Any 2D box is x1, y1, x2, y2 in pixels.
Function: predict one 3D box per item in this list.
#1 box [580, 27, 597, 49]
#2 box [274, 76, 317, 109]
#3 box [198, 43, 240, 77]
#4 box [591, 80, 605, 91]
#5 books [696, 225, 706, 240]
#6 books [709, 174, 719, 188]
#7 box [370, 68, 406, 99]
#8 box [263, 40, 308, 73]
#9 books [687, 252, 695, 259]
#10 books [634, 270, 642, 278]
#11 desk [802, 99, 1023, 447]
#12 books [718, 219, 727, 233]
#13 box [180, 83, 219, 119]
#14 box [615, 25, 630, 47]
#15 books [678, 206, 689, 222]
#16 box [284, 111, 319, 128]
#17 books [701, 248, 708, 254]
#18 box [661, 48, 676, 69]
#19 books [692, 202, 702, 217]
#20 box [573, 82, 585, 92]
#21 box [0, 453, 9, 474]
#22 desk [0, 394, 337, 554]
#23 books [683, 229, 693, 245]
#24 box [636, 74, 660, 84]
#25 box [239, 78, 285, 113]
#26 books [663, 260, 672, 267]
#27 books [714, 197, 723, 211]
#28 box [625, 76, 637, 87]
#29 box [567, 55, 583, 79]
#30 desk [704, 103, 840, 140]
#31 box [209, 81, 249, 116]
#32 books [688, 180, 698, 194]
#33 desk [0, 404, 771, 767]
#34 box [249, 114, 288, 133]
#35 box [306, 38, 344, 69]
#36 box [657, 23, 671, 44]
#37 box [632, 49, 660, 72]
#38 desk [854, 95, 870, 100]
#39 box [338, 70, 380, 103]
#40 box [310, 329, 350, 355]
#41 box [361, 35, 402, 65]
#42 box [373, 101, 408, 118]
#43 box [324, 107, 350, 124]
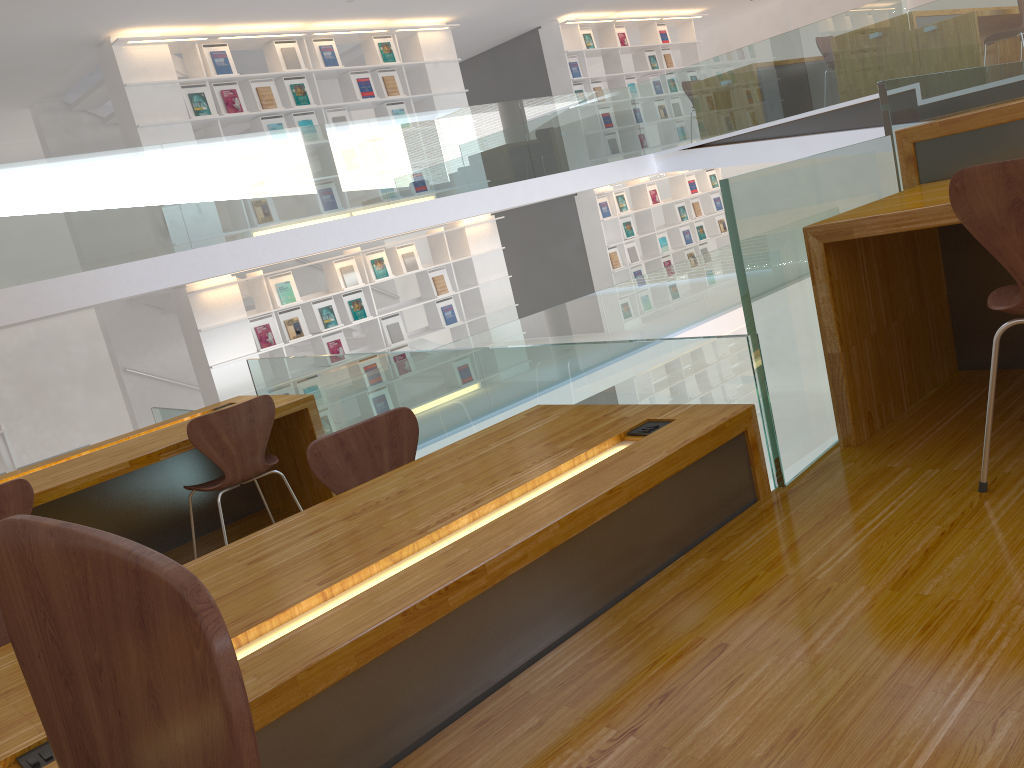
[{"bbox_3d":[0.890,-4.321,11.182,0.245,0.296,0.274,-23,14,-40],"label":"box"},{"bbox_3d":[-2.054,-2.730,8.366,0.245,0.296,0.274,-23,14,-40],"label":"box"},{"bbox_3d":[-2.623,-2.839,7.849,0.245,0.296,0.274,-23,14,-40],"label":"box"},{"bbox_3d":[1.042,-3.694,11.304,0.245,0.296,0.274,-23,14,-40],"label":"box"},{"bbox_3d":[2.700,-2.149,12.636,0.145,0.210,0.037,-23,14,-40],"label":"books"},{"bbox_3d":[2.935,-2.939,12.875,0.145,0.210,0.037,-23,14,-40],"label":"books"},{"bbox_3d":[-1.291,-3.049,9.072,0.245,0.296,0.274,-23,14,-40],"label":"box"},{"bbox_3d":[-2.124,-3.046,8.310,0.245,0.296,0.274,-23,14,-40],"label":"box"},{"bbox_3d":[2.541,-1.741,12.480,0.145,0.210,0.037,-23,14,-40],"label":"books"},{"bbox_3d":[1.680,-1.389,11.684,0.145,0.210,0.037,-23,14,-40],"label":"books"},{"bbox_3d":[2.390,-0.455,1.680,1.527,0.785,3.243,-23,14,-40],"label":"desk"},{"bbox_3d":[3.091,-2.307,12.997,0.145,0.210,0.037,-23,14,-40],"label":"books"},{"bbox_3d":[-2.761,-2.436,7.712,0.245,0.296,0.274,-23,14,-40],"label":"box"},{"bbox_3d":[1.368,-4.522,11.620,0.245,0.296,0.274,-23,14,-40],"label":"box"},{"bbox_3d":[2.385,-2.372,12.358,0.145,0.210,0.037,-23,14,-40],"label":"books"},{"bbox_3d":[-1.982,-2.414,8.424,0.245,0.296,0.274,-23,14,-40],"label":"box"},{"bbox_3d":[2.774,-1.838,12.696,0.145,0.210,0.037,-23,14,-40],"label":"books"},{"bbox_3d":[2.089,-4.477,12.281,0.245,0.296,0.274,-23,14,-40],"label":"box"},{"bbox_3d":[2.631,-2.475,12.585,0.145,0.210,0.037,-23,14,-40],"label":"books"},{"bbox_3d":[0.778,-3.584,11.060,0.245,0.296,0.274,-23,14,-40],"label":"box"},{"bbox_3d":[-3.968,0.564,6.618,0.245,0.296,0.274,-23,14,-40],"label":"box"},{"bbox_3d":[-2.329,0.956,3.572,3.236,0.918,1.285,-23,14,-40],"label":"desk"},{"bbox_3d":[2.464,-2.051,12.418,0.145,0.210,0.037,-23,14,-40],"label":"books"},{"bbox_3d":[1.910,-4.057,12.106,0.245,0.296,0.274,-23,14,-40],"label":"box"},{"bbox_3d":[-2.296,-2.629,8.142,0.245,0.296,0.274,-23,14,-40],"label":"box"},{"bbox_3d":[2.144,-1.580,12.117,0.145,0.210,0.037,-23,14,-40],"label":"books"},{"bbox_3d":[3.014,-2.617,12.935,0.145,0.210,0.037,-23,14,-40],"label":"books"},{"bbox_3d":[1.532,-3.899,11.757,0.245,0.296,0.274,-23,14,-40],"label":"box"},{"bbox_3d":[0.698,-3.897,10.995,0.245,0.296,0.274,-23,14,-40],"label":"box"},{"bbox_3d":[3.352,-3.387,10.265,3.194,0.606,0.760,-23,14,-40],"label":"desk"},{"bbox_3d":[-2.556,-2.524,7.919,0.245,0.296,0.274,-23,14,-40],"label":"box"},{"bbox_3d":[2.559,-2.776,12.527,0.145,0.210,0.037,-23,14,-40],"label":"books"},{"bbox_3d":[-0.712,0.812,1.466,3.185,0.606,0.760,-23,14,-40],"label":"desk"},{"bbox_3d":[-2.220,-2.315,8.204,0.245,0.296,0.274,-23,14,-40],"label":"box"},{"bbox_3d":[-1.831,-3.169,8.581,0.245,0.296,0.274,-23,14,-40],"label":"box"},{"bbox_3d":[2.014,-4.790,12.220,0.245,0.296,0.274,-23,14,-40],"label":"box"},{"bbox_3d":[1.835,-4.370,12.046,0.245,0.296,0.274,-23,14,-40],"label":"box"},{"bbox_3d":[4.605,-3.349,8.925,3.196,0.757,1.248,-23,14,-40],"label":"desk"},{"bbox_3d":[-1.530,-2.952,8.850,0.245,0.296,0.274,-23,14,-40],"label":"box"},{"bbox_3d":[-1.748,-0.353,8.585,0.245,0.296,0.274,-23,14,-40],"label":"box"},{"bbox_3d":[-1.332,-3.378,9.043,0.245,0.296,0.274,-23,14,-40],"label":"box"},{"bbox_3d":[-1.214,-2.735,9.133,0.245,0.296,0.274,-23,14,-40],"label":"box"},{"bbox_3d":[-1.723,-2.523,8.663,0.245,0.296,0.274,-23,14,-40],"label":"box"}]
